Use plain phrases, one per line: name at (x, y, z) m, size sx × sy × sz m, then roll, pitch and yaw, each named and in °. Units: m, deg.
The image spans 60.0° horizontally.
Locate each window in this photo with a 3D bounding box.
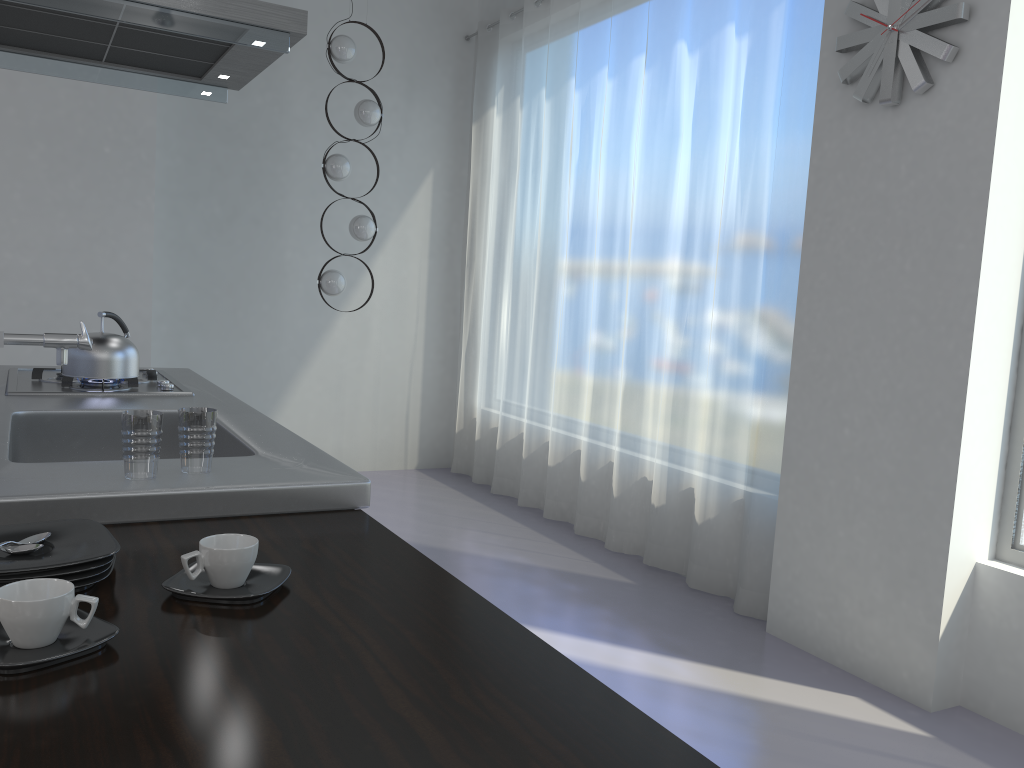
window at (2.477, -0.476, 1.606) m, size 0.100 × 2.500 × 3.000 m, roll 1°, pitch 6°, yaw -29°

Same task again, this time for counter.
counter at (-1.119, 0.375, 1.912) m, size 1.302 × 1.300 × 3.291 m, roll 1°, pitch 6°, yaw -29°

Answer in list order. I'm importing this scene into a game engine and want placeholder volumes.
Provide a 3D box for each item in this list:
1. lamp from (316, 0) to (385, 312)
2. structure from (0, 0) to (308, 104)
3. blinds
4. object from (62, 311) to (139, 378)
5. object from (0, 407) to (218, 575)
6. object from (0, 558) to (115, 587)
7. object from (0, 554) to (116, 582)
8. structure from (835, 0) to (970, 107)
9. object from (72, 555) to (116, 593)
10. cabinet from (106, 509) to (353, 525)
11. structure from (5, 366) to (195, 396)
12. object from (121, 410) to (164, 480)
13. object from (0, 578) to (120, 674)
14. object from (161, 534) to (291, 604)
lamp at (-0.937, -1.613, 5.259) m, size 0.367 × 2.370 × 0.180 m, roll 0°, pitch 7°, yaw -35°
structure at (-1.218, -1.669, 2.840) m, size 0.915 × 1.231 × 0.981 m, roll 1°, pitch 6°, yaw -29°
blinds at (0.396, -0.740, 4.922) m, size 0.120 × 3.112 × 3.245 m, roll 1°, pitch 6°, yaw -29°
object at (-1.287, -0.130, 2.781) m, size 0.220 × 0.196 × 0.229 m, roll 0°, pitch 7°, yaw -37°
object at (-0.680, 0.145, 1.399) m, size 0.269 × 0.147 × 0.646 m, roll 3°, pitch 6°, yaw -4°
object at (-0.673, 0.247, 1.220) m, size 0.232 × 0.020 × 0.232 m, roll 2°, pitch 6°, yaw -20°
object at (-0.673, 0.237, 1.219) m, size 0.232 × 0.020 × 0.232 m, roll 1°, pitch 6°, yaw -25°
structure at (1.313, -1.212, 3.030) m, size 0.076 × 0.505 × 0.505 m, roll 1°, pitch 6°, yaw -29°
object at (-0.674, 0.257, 1.221) m, size 0.232 × 0.020 × 0.232 m, roll 2°, pitch 6°, yaw -20°
cabinet at (-1.143, 0.597, 1.930) m, size 1.377 × 0.852 × 3.285 m, roll 1°, pitch 6°, yaw -29°
structure at (-1.388, -0.033, 2.961) m, size 0.519 × 0.055 × 0.709 m, roll 1°, pitch 6°, yaw -29°
object at (-0.673, 0.111, 1.610) m, size 0.071 × 0.119 × 0.072 m, roll 1°, pitch 6°, yaw -29°
object at (-0.536, 0.263, 0.994) m, size 0.153 × 0.069 × 0.153 m, roll 7°, pitch 7°, yaw 34°
object at (-0.390, 0.250, 1.224) m, size 0.153 × 0.069 × 0.153 m, roll 4°, pitch 6°, yaw 4°
